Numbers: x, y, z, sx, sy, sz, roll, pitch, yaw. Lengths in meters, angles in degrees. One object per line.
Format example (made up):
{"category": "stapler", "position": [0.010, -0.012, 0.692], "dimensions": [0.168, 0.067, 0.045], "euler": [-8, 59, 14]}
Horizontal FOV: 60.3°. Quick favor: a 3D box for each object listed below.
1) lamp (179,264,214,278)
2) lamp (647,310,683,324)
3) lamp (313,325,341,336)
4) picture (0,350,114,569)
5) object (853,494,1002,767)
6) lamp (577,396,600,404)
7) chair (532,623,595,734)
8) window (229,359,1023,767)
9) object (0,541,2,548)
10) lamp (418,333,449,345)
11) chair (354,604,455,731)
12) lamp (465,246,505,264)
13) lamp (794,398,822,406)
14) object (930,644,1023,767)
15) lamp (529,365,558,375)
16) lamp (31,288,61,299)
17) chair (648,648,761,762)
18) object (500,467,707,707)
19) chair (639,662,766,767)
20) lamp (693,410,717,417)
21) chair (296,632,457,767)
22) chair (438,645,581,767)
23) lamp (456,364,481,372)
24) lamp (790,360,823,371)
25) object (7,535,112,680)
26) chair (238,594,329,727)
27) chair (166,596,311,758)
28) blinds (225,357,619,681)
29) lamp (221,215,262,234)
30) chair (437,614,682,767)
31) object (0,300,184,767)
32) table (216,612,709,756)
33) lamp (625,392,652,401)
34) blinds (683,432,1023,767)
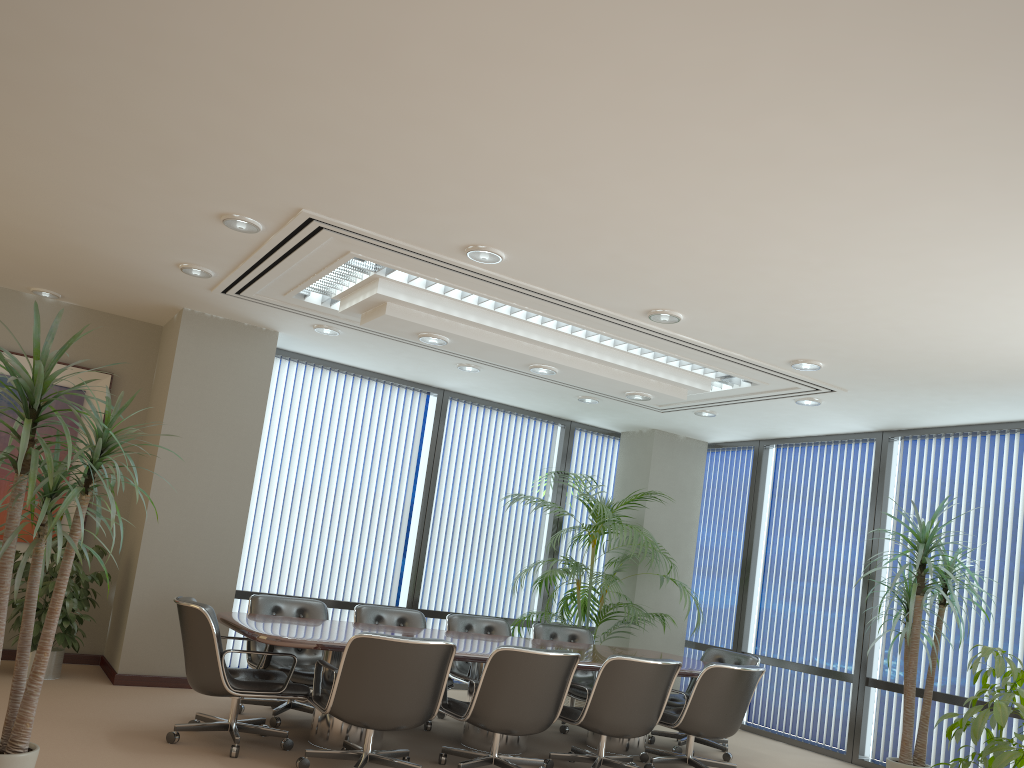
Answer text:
{"category": "lamp", "position": [-2.172, -0.770, 6.066], "dimensions": [0.226, 0.035, 0.228], "euler": [10, -12, -13]}
{"category": "lamp", "position": [0.977, -0.425, 5.644], "dimensions": [0.225, 0.035, 0.228], "euler": [9, -12, -6]}
{"category": "lamp", "position": [-1.519, -0.435, 7.237], "dimensions": [0.226, 0.035, 0.228], "euler": [10, -12, -13]}
{"category": "picture", "position": [-4.153, 0.615, 7.302], "dimensions": [1.308, 1.726, 0.058], "euler": [13, -7, -30]}
{"category": "object", "position": [3.144, 2.017, 6.787], "dimensions": [1.014, 2.286, 1.047], "euler": [3, -8, 35]}
{"category": "lamp", "position": [0.744, 0.159, 8.588], "dimensions": [0.225, 0.035, 0.228], "euler": [9, -12, -6]}
{"category": "chair", "position": [0.555, 2.616, 7.858], "dimensions": [0.765, 0.848, 0.858], "euler": [12, -10, -25]}
{"category": "window", "position": [1.391, 1.842, 8.898], "dimensions": [7.352, 2.877, 3.593], "euler": [5, -10, 15]}
{"category": "object", "position": [-4.104, 1.573, 6.501], "dimensions": [0.797, 1.080, 0.747], "euler": [1, -10, 41]}
{"category": "lamp", "position": [-0.560, -0.312, 6.285], "dimensions": [0.226, 0.035, 0.228], "euler": [10, -12, -13]}
{"category": "chair", "position": [-0.902, 2.244, 7.037], "dimensions": [0.766, 0.848, 0.856], "euler": [13, -10, -30]}
{"category": "lamp", "position": [-0.155, -0.722, 4.969], "dimensions": [0.228, 0.035, 0.225], "euler": [18, -15, -40]}
{"category": "lamp", "position": [2.491, 0.155, 7.418], "dimensions": [0.228, 0.035, 0.225], "euler": [18, -15, -40]}
{"category": "object", "position": [3.279, 2.411, 5.803], "dimensions": [0.976, 1.297, 0.870], "euler": [3, -9, 30]}
{"category": "lamp", "position": [0.239, -0.102, 6.762], "dimensions": [0.225, 0.035, 0.228], "euler": [9, -12, -6]}
{"category": "lamp", "position": [-3.861, -0.744, 7.302], "dimensions": [0.226, 0.035, 0.227], "euler": [12, -12, -19]}
{"category": "chair", "position": [1.625, 2.693, 7.521], "dimensions": [0.861, 0.848, 0.762], "euler": [13, -10, -30]}
{"category": "object", "position": [0.824, 2.078, 9.060], "dimensions": [2.172, 2.448, 2.112], "euler": [9, -8, -9]}
{"category": "chair", "position": [1.356, 2.439, 6.482], "dimensions": [0.743, 0.848, 0.855], "euler": [14, -11, -35]}
{"category": "lamp", "position": [1.857, 0.288, 8.472], "dimensions": [0.226, 0.035, 0.227], "euler": [12, -12, -19]}
{"category": "chair", "position": [-0.808, 1.871, 5.195], "dimensions": [0.759, 0.848, 0.862], "euler": [12, -10, -26]}
{"category": "chair", "position": [-0.040, 2.062, 5.602], "dimensions": [0.766, 0.848, 0.856], "euler": [13, -10, -30]}
{"category": "lamp", "position": [-0.387, -0.138, 7.913], "dimensions": [0.225, 0.035, 0.228], "euler": [9, -12, -6]}
{"category": "lamp", "position": [2.108, -0.128, 6.320], "dimensions": [0.225, 0.035, 0.228], "euler": [9, -12, -6]}
{"category": "object", "position": [-3.601, 1.721, 6.877], "dimensions": [0.736, 1.080, 0.809], "euler": [8, -8, 2]}
{"category": "chair", "position": [-1.601, 2.051, 6.573], "dimensions": [0.767, 0.848, 0.855], "euler": [14, -11, -35]}
{"category": "chair", "position": [-1.736, 1.810, 5.514], "dimensions": [0.861, 0.848, 0.762], "euler": [13, -10, -30]}
{"category": "blinds", "position": [-0.447, 1.677, 9.353], "dimensions": [4.943, 2.874, 0.032], "euler": [14, -8, -30]}
{"category": "lamp", "position": [-1.538, -0.903, 5.012], "dimensions": [0.227, 0.035, 0.226], "euler": [14, -13, -26]}
{"category": "chair", "position": [0.247, 2.342, 6.749], "dimensions": [0.766, 0.846, 2.541], "euler": [13, -12, -29]}
{"category": "object", "position": [-1.807, 0.648, 3.299], "dimensions": [0.803, 1.810, 0.829], "euler": [3, -8, 35]}
{"category": "table", "position": [-0.089, 2.305, 6.533], "dimensions": [4.110, 0.740, 1.514], "euler": [15, -13, -30]}
{"category": "lamp", "position": [1.039, 0.108, 7.240], "dimensions": [0.225, 0.035, 0.228], "euler": [9, -12, -6]}
{"category": "blinds", "position": [3.161, 1.974, 8.401], "dimensions": [0.051, 2.870, 4.955], "euler": [11, -11, -29]}
